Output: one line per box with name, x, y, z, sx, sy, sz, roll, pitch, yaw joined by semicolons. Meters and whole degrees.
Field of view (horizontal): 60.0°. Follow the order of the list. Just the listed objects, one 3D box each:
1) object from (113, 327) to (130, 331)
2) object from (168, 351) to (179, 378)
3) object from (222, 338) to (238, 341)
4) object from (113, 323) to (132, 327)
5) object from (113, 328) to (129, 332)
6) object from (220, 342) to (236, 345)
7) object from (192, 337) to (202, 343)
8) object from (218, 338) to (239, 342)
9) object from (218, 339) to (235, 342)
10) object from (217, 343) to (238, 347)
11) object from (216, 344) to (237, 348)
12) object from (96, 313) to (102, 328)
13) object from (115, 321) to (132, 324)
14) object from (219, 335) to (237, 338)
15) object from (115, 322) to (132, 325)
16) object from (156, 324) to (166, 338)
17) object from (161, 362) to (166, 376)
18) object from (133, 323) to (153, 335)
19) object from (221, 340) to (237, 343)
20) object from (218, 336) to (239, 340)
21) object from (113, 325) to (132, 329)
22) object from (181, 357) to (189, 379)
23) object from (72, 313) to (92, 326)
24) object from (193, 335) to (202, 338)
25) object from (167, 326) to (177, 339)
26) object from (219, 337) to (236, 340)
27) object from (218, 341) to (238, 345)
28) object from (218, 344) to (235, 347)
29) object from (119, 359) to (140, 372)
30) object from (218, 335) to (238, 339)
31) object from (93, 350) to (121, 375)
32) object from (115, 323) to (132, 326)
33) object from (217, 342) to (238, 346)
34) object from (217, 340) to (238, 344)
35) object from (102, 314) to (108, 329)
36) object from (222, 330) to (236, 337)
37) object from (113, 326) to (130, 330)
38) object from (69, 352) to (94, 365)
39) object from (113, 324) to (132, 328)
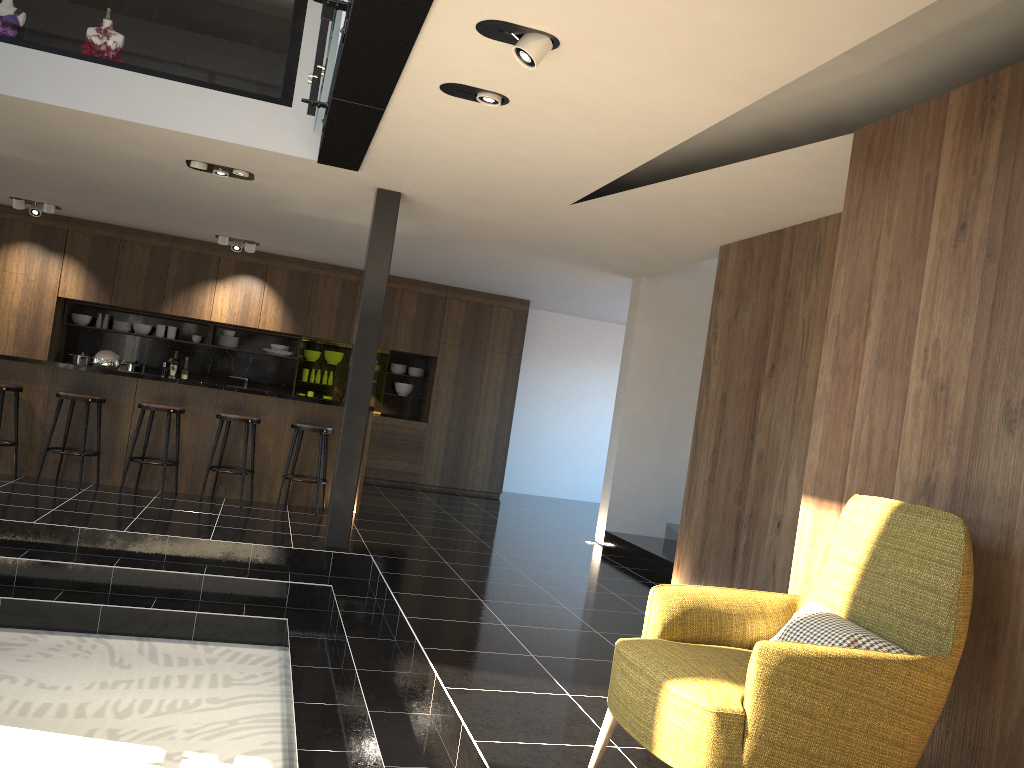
object;-4.931;-0.686;11.206;0.220;0.033;0.220;9;-2;-19
object;-4.389;-0.206;11.462;0.133;0.451;0.116;9;-1;-15
object;-3.722;-0.576;11.621;0.268;0.024;0.269;8;-2;23
object;-4.924;-0.731;11.206;0.220;0.033;0.220;9;-2;-19
object;-4.933;-0.673;11.206;0.220;0.033;0.220;9;-2;-19
object;-3.730;-0.522;11.620;0.268;0.024;0.269;8;-2;23
object;-4.071;-0.563;11.453;0.122;0.072;0.122;8;-1;10
object;-3.723;-0.569;11.621;0.268;0.024;0.269;8;-2;23
object;-3.724;-0.558;11.621;0.268;0.024;0.269;8;-2;23
object;-3.732;-0.503;11.620;0.268;0.024;0.269;8;-2;23
object;-3.735;-0.487;11.620;0.268;0.024;0.269;8;-2;23
object;-5.185;-0.795;11.142;0.060;0.185;0.060;8;-1;16
object;-4.919;-0.765;11.207;0.220;0.033;0.220;9;-2;-19
object;-3.716;-0.612;11.621;0.268;0.024;0.269;8;-2;23
object;-4.921;-0.754;11.207;0.220;0.033;0.220;9;-2;-19
object;-4.483;-0.673;11.313;0.109;0.161;0.109;9;-1;-33
object;-4.496;-0.139;11.431;0.058;0.287;0.058;8;-1;-2
object;-4.705;-0.688;11.276;0.234;0.138;0.234;8;-1;4
object;-3.726;-0.549;11.621;0.268;0.024;0.269;8;-2;23
object;-3.719;-0.595;11.621;0.268;0.024;0.269;8;-2;23
object;-4.928;-0.708;11.206;0.220;0.033;0.220;9;-2;-19
object;-4.244;-0.154;11.511;0.077;0.395;0.077;8;-1;27
object;-5.386;-0.796;11.087;0.234;0.138;0.234;9;-1;-12
object;-4.067;-0.588;11.453;0.122;0.072;0.122;8;-1;10
object;-4.355;-0.653;11.349;0.109;0.161;0.109;8;-1;-3
object;-3.720;-0.585;11.621;0.268;0.024;0.269;8;-2;23
object;-3.728;-0.531;11.620;0.268;0.024;0.269;8;-2;23
object;-3.734;-0.494;11.620;0.268;0.024;0.269;8;-2;23
object;-4.790;-0.199;10.925;0.278;0.218;0.301;8;-1;18
object;-3.718;-0.603;11.621;0.268;0.024;0.269;8;-2;23
object;-3.643;-0.193;7.972;0.227;0.228;0.228;8;-1;35
object;-4.923;-0.741;11.206;0.220;0.033;0.220;9;-2;-19
object;-3.731;-0.514;11.620;0.268;0.024;0.269;8;-2;23
object;-3.727;-0.541;11.620;0.268;0.024;0.269;8;-2;23
object;-5.113;-0.784;11.162;0.060;0.185;0.060;8;-1;43
object;-3.713;-0.655;11.621;0.168;0.087;0.168;8;-1;4
object;-4.929;-0.697;11.206;0.220;0.033;0.220;9;-2;-19
object;-5.334;-0.287;10.988;0.236;0.218;0.255;8;-1;33
object;-4.926;-0.720;11.206;0.220;0.033;0.220;9;-2;-19
